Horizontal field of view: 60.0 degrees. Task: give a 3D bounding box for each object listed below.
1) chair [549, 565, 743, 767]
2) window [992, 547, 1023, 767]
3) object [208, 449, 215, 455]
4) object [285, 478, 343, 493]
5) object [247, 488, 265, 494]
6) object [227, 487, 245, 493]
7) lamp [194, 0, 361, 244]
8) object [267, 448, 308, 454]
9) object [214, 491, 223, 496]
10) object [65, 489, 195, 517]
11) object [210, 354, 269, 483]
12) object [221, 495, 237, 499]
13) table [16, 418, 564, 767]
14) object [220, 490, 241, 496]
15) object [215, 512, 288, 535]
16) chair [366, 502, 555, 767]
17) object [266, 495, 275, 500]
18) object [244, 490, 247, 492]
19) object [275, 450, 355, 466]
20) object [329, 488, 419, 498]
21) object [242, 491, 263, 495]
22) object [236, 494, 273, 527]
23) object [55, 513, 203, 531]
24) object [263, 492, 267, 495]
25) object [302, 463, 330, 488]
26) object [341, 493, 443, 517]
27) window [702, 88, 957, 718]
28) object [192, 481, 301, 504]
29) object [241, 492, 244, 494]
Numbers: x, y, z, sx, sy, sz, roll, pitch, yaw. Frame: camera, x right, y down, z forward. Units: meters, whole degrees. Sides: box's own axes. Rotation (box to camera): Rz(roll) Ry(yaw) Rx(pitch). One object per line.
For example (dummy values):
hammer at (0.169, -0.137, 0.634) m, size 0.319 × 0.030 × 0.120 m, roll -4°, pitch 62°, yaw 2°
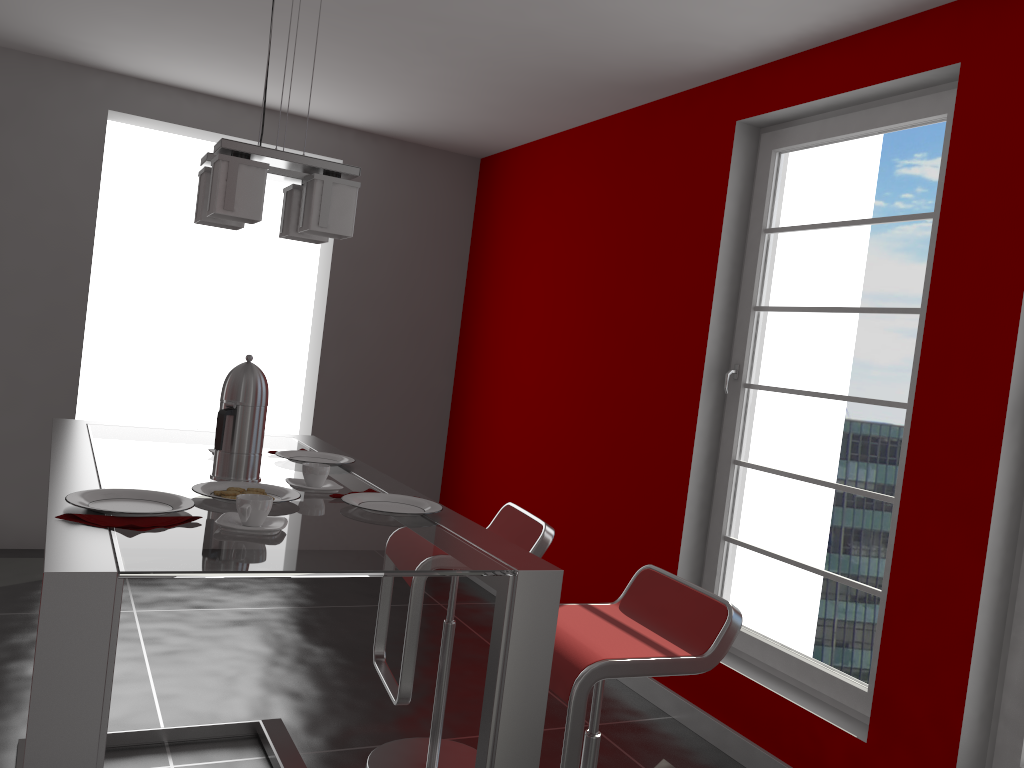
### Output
chair at (0.205, 0.893, 2.126) m, size 0.460 × 0.857 × 0.418 m, roll 6°, pitch 2°, yaw -25°
window at (1.691, 0.149, 2.056) m, size 0.117 × 2.038 × 0.938 m, roll 6°, pitch 2°, yaw -27°
object at (-0.733, 0.187, 2.347) m, size 0.119 × 0.016 × 0.119 m, roll 9°, pitch 3°, yaw 43°
object at (-0.451, 0.233, 2.021) m, size 0.119 × 0.016 × 0.119 m, roll 6°, pitch 2°, yaw -30°
object at (-0.536, 0.223, 1.856) m, size 0.036 × 0.006 × 0.034 m, roll 7°, pitch 2°, yaw -15°
object at (-0.572, 0.219, 1.837) m, size 0.034 × 0.006 × 0.036 m, roll 7°, pitch 2°, yaw -4°
lamp at (-0.491, -0.862, 2.020) m, size 0.304 × 1.025 × 0.304 m, roll 6°, pitch 2°, yaw -27°
object at (-0.600, 0.197, 2.561) m, size 0.234 × 0.012 × 0.095 m, roll 6°, pitch 2°, yaw -29°
object at (-0.592, 0.223, 1.813) m, size 0.034 × 0.006 × 0.036 m, roll 6°, pitch 2°, yaw -28°
object at (-0.687, 0.217, 1.601) m, size 0.217 × 0.015 × 0.217 m, roll 7°, pitch 2°, yaw 9°
object at (-0.607, 0.076, 1.999) m, size 0.113 × 0.287 × 0.149 m, roll 6°, pitch 2°, yaw -19°
object at (-0.565, 0.228, 1.777) m, size 0.034 × 0.006 × 0.036 m, roll 6°, pitch 2°, yaw -27°
table at (-0.709, 0.708, 2.122) m, size 0.800 × 1.000 × 1.700 m, roll 6°, pitch 2°, yaw -27°
object at (-0.569, 0.221, 1.795) m, size 0.036 × 0.006 × 0.034 m, roll 5°, pitch 2°, yaw -39°
object at (-0.458, 0.247, 1.561) m, size 0.119 × 0.016 × 0.119 m, roll 7°, pitch 2°, yaw -8°
chair at (-0.187, 0.821, 2.851) m, size 0.460 × 0.857 × 0.418 m, roll 6°, pitch 2°, yaw -20°
object at (-0.510, 0.233, 1.823) m, size 0.036 × 0.006 × 0.034 m, roll 9°, pitch 3°, yaw 42°
object at (-0.576, 0.224, 1.856) m, size 0.036 × 0.006 × 0.034 m, roll 7°, pitch 2°, yaw -6°
object at (-0.540, 0.207, 2.437) m, size 0.217 × 0.015 × 0.217 m, roll 7°, pitch 2°, yaw -3°
object at (-0.316, 0.251, 2.017) m, size 0.234 × 0.012 × 0.095 m, roll 6°, pitch 2°, yaw -29°
object at (-0.531, 0.225, 1.815) m, size 0.034 × 0.006 × 0.036 m, roll 7°, pitch 2°, yaw 10°
object at (-0.451, 0.224, 1.553) m, size 0.062 × 0.049 × 0.078 m, roll 6°, pitch 2°, yaw -28°
object at (-0.630, 0.230, 1.476) m, size 0.234 × 0.012 × 0.095 m, roll 6°, pitch 2°, yaw -27°
object at (-0.532, 0.229, 1.856) m, size 0.036 × 0.006 × 0.034 m, roll 6°, pitch 2°, yaw -23°
object at (-0.447, 0.209, 2.028) m, size 0.062 × 0.049 × 0.078 m, roll 7°, pitch 2°, yaw 13°
object at (-0.256, 0.260, 1.893) m, size 0.217 × 0.015 × 0.217 m, roll 9°, pitch 2°, yaw 38°
window at (1.102, 0.038, 3.210) m, size 0.117 × 2.038 × 0.938 m, roll 6°, pitch 2°, yaw -27°
object at (-0.545, 0.227, 1.821) m, size 0.217 × 0.015 × 0.217 m, roll 7°, pitch 2°, yaw 10°
object at (-0.556, 0.227, 1.821) m, size 0.034 × 0.006 × 0.036 m, roll 7°, pitch 2°, yaw -10°
